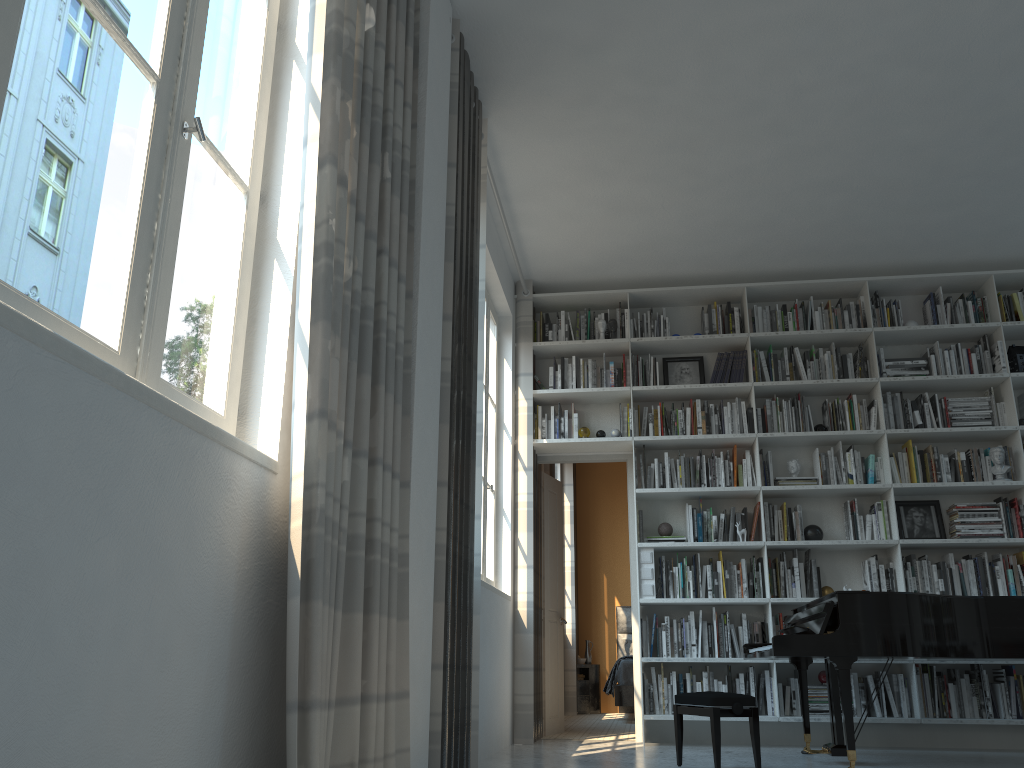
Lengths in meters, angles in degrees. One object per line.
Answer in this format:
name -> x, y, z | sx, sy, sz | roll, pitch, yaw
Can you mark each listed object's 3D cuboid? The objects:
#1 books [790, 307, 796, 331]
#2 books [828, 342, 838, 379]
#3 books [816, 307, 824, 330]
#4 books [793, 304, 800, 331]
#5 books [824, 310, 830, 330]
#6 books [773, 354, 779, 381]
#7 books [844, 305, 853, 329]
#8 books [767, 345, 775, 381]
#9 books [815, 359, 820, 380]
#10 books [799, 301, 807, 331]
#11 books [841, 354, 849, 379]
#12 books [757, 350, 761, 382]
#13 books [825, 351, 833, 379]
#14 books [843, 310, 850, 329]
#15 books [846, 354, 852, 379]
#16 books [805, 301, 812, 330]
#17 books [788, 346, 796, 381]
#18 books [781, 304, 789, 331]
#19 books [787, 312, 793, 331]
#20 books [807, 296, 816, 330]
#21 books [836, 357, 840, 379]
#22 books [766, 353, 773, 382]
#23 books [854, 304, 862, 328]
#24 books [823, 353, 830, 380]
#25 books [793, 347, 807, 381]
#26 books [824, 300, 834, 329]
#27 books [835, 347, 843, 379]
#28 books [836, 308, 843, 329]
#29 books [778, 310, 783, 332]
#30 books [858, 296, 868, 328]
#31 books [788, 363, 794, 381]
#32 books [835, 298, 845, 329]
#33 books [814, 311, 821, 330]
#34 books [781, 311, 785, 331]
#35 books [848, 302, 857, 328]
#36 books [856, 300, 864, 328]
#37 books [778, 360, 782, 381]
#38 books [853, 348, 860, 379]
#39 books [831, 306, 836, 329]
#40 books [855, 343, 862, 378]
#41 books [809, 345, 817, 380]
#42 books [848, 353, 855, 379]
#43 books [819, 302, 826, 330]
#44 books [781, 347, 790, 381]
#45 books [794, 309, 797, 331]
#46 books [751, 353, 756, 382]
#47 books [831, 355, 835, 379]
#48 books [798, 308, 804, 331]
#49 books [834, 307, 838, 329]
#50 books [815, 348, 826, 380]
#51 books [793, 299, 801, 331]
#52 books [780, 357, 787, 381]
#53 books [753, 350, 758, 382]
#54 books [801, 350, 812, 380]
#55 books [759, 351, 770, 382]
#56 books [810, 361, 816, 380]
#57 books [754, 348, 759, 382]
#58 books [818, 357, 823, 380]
books -> 2.044, -0.420, 6.470 | 0.013, 0.233, 0.155 | -2, -18, 8
books -> 2.290, -0.121, 6.328 | 0.011, 0.312, 0.184 | -2, -18, 8
books -> 2.235, -0.427, 6.448 | 0.026, 0.235, 0.135 | -2, -18, 8
books -> 2.067, -0.432, 6.462 | 0.013, 0.250, 0.184 | -2, -18, 8
books -> 2.277, -0.415, 6.448 | 0.029, 0.213, 0.142 | -2, -18, 8
books -> 1.886, -0.072, 6.372 | 0.031, 0.241, 0.182 | -2, -18, 8
books -> 2.430, -0.436, 6.417 | 0.026, 0.236, 0.149 | -2, -18, 8
books -> 1.865, -0.107, 6.384 | 0.012, 0.314, 0.172 | -2, -18, 8
books -> 2.179, -0.059, 6.360 | 0.024, 0.211, 0.128 | -2, -18, 8
books -> 2.118, -0.445, 6.458 | 0.013, 0.275, 0.165 | -2, -18, 8
books -> 2.356, -0.077, 6.308 | 0.030, 0.217, 0.183 | -2, -18, 8
books -> 1.779, -0.087, 6.401 | 0.010, 0.286, 0.149 | -2, -18, 8
books -> 2.259, -0.091, 6.338 | 0.028, 0.260, 0.136 | -2, -18, 8
books -> 2.400, -0.413, 6.404 | 0.031, 0.184, 0.177 | -2, -18, 8
books -> 2.382, -0.079, 6.309 | 0.022, 0.222, 0.161 | -2, -18, 8
books -> 2.150, -0.446, 6.451 | 0.052, 0.272, 0.173 | -2, -18, 8
books -> 2.020, -0.105, 6.388 | 0.013, 0.314, 0.135 | -2, -18, 8
books -> 1.995, -0.431, 6.493 | 0.028, 0.267, 0.152 | -2, -18, 8
books -> 2.022, -0.403, 6.471 | 0.030, 0.200, 0.152 | -2, -18, 8
books -> 2.184, -0.463, 6.465 | 0.014, 0.314, 0.166 | -2, -18, 8
books -> 2.310, -0.068, 6.331 | 0.024, 0.213, 0.150 | -2, -18, 8
books -> 1.855, -0.078, 6.386 | 0.011, 0.259, 0.157 | -2, -18, 8
books -> 2.483, -0.436, 6.396 | 0.026, 0.224, 0.173 | -2, -18, 8
books -> 2.232, -0.079, 6.319 | 0.021, 0.225, 0.192 | -2, -18, 8
books -> 2.060, -0.100, 6.354 | 0.075, 0.284, 0.179 | -2, -18, 8
books -> 2.295, -0.449, 6.427 | 0.014, 0.265, 0.192 | -2, -18, 8
books -> 2.333, -0.105, 6.341 | 0.022, 0.289, 0.147 | -2, -18, 8
books -> 2.348, -0.422, 6.402 | 0.026, 0.199, 0.188 | -2, -18, 8
books -> 1.958, -0.411, 6.502 | 0.025, 0.234, 0.130 | -2, -18, 8
books -> 2.523, -0.467, 6.403 | 0.026, 0.287, 0.176 | -2, -18, 8
books -> 1.995, -0.042, 6.364 | 0.034, 0.180, 0.160 | -2, -18, 8
books -> 2.380, -0.459, 6.427 | 0.013, 0.284, 0.160 | -2, -18, 8
books -> 2.205, -0.407, 6.437 | 0.031, 0.189, 0.182 | -2, -18, 8
books -> 1.975, -0.405, 6.489 | 0.012, 0.215, 0.150 | -2, -18, 8
books -> 2.458, -0.446, 6.425 | 0.029, 0.260, 0.152 | -2, -18, 8
books -> 2.504, -0.455, 6.407 | 0.014, 0.266, 0.172 | -2, -18, 8
books -> 1.915, -0.050, 6.375 | 0.024, 0.200, 0.154 | -2, -18, 8
books -> 2.443, -0.102, 6.303 | 0.055, 0.263, 0.167 | -2, -18, 8
books -> 2.313, -0.430, 6.425 | 0.021, 0.228, 0.161 | -2, -18, 8
books -> 2.458, -0.122, 6.306 | 0.058, 0.301, 0.175 | -2, -18, 8
books -> 2.158, -0.111, 6.352 | 0.012, 0.306, 0.145 | -2, -18, 8
books -> 2.407, -0.082, 6.322 | 0.025, 0.236, 0.153 | -2, -18, 8
books -> 2.255, -0.443, 6.451 | 0.014, 0.268, 0.157 | -2, -18, 8
books -> 1.966, -0.098, 6.375 | 0.023, 0.292, 0.156 | -2, -18, 8
books -> 2.055, -0.414, 6.458 | 0.011, 0.215, 0.160 | -2, -18, 8
books -> 1.734, -0.075, 6.390 | 0.023, 0.255, 0.175 | -2, -18, 8
books -> 2.279, -0.078, 6.327 | 0.013, 0.230, 0.142 | -2, -18, 8
books -> 2.100, -0.421, 6.469 | 0.029, 0.235, 0.130 | -2, -18, 8
books -> 2.329, -0.424, 6.408 | 0.013, 0.206, 0.178 | -2, -18, 8
books -> 2.212, -0.100, 6.353 | 0.026, 0.285, 0.138 | -2, -18, 8
books -> 2.079, -0.454, 6.470 | 0.010, 0.298, 0.151 | -2, -18, 8
books -> 1.940, -0.061, 6.367 | 0.029, 0.218, 0.158 | -2, -18, 8
books -> 1.754, -0.084, 6.406 | 0.013, 0.282, 0.159 | -2, -18, 8
books -> 2.112, -0.087, 6.358 | 0.027, 0.264, 0.169 | -2, -18, 8
books -> 1.818, -0.081, 6.400 | 0.067, 0.273, 0.168 | -2, -18, 8
books -> 2.138, -0.050, 6.336 | 0.028, 0.179, 0.168 | -2, -18, 8
books -> 1.770, -0.090, 6.427 | 0.014, 0.308, 0.130 | -2, -18, 8
books -> 2.193, -0.066, 6.332 | 0.010, 0.207, 0.174 | -2, -18, 8
